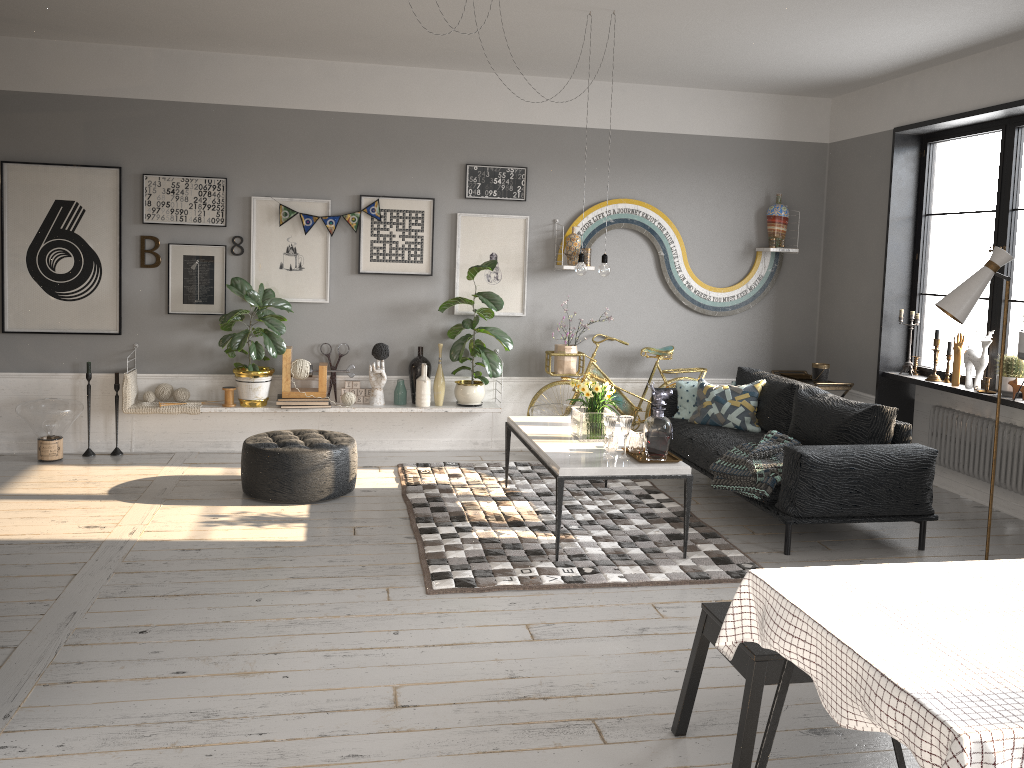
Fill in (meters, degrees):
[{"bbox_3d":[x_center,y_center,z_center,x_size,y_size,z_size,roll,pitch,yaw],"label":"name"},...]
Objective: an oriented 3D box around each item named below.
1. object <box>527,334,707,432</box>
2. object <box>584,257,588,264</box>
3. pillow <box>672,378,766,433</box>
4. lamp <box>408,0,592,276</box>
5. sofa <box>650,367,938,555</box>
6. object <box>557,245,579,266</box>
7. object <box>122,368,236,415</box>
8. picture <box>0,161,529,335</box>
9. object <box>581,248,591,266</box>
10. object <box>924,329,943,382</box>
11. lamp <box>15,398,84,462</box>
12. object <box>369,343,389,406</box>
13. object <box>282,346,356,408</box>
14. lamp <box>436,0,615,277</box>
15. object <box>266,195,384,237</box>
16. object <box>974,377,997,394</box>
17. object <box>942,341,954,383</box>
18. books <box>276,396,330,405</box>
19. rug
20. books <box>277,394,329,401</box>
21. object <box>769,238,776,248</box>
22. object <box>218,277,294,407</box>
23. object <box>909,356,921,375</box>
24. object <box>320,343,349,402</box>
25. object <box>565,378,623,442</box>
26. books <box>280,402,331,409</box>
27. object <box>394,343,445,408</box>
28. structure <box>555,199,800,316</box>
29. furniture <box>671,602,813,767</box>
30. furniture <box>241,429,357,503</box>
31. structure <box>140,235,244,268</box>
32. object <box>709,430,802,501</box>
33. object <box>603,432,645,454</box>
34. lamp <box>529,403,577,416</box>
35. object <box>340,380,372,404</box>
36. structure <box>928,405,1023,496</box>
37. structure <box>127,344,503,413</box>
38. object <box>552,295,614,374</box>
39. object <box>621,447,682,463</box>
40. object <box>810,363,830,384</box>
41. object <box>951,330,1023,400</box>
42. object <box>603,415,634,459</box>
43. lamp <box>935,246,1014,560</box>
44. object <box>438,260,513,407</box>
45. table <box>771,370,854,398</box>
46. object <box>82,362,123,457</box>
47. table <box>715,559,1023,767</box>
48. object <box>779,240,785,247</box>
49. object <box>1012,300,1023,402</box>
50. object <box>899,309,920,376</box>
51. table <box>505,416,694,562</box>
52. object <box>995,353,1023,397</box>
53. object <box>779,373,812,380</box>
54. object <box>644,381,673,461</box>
[{"bbox_3d":[0.934,0.088,7.166,1.626,0.964,0.429,-1,6,-20],"label":"object"},{"bbox_3d":[0.593,-0.987,7.093,0.062,0.081,0.063,-2,7,-35],"label":"object"},{"bbox_3d":[1.540,0.119,6.513,0.443,0.360,0.803,-2,8,-29],"label":"pillow"},{"bbox_3d":[-0.058,-1.356,4.751,1.398,1.527,0.074,-4,7,-42],"label":"lamp"},{"bbox_3d":[1.703,0.389,5.928,0.970,0.792,2.358,1,8,-12],"label":"sofa"},{"bbox_3d":[0.444,-1.013,6.966,0.197,0.165,0.060,5,6,22],"label":"object"},{"bbox_3d":[-2.437,0.059,6.537,0.784,0.305,0.331,1,7,-10],"label":"object"},{"bbox_3d":[-3.073,-0.804,4.443,7.290,1.784,4.069,0,8,-11],"label":"picture"},{"bbox_3d":[0.585,-1.004,7.009,0.086,0.139,0.086,0,6,-18],"label":"object"},{"bbox_3d":[2.996,-0.207,6.254,0.123,0.373,0.124,1,5,-7],"label":"object"},{"bbox_3d":[-3.295,0.327,6.312,0.433,0.435,0.435,3,6,11],"label":"lamp"},{"bbox_3d":[-1.025,-0.077,6.813,0.155,0.480,0.137,1,5,-11],"label":"object"},{"bbox_3d":[-1.457,-0.054,6.714,0.545,0.437,0.240,1,5,-11],"label":"object"},{"bbox_3d":[0.076,-1.346,4.715,1.398,1.527,0.074,-4,7,-42],"label":"lamp"},{"bbox_3d":[-1.420,-1.294,6.771,0.914,0.338,0.058,0,5,-12],"label":"object"},{"bbox_3d":[3.088,0.008,5.751,0.123,0.098,0.123,3,7,11],"label":"object"},{"bbox_3d":[3.058,-0.159,6.197,0.076,0.299,0.076,4,5,19],"label":"object"},{"bbox_3d":[-1.579,0.125,6.701,0.384,0.029,0.262,1,8,-10],"label":"books"},{"bbox_3d":[0.239,0.779,5.485,1.769,0.034,2.545,0,8,-11],"label":"rug"},{"bbox_3d":[-1.583,0.101,6.708,0.379,0.017,0.230,0,8,-14],"label":"books"},{"bbox_3d":[2.150,-1.162,7.301,0.060,0.078,0.060,0,6,-22],"label":"object"},{"bbox_3d":[-1.903,-0.311,6.543,0.510,0.958,0.549,-1,6,-26],"label":"object"},{"bbox_3d":[3.009,-0.144,6.596,0.084,0.150,0.085,1,5,-7],"label":"object"},{"bbox_3d":[-1.380,-0.088,6.876,0.221,0.461,0.019,1,5,-11],"label":"object"},{"bbox_3d":[0.485,0.148,5.242,0.325,0.349,0.354,1,6,-9],"label":"object"},{"bbox_3d":[-1.569,0.149,6.709,0.368,0.021,0.298,0,9,-17],"label":"books"},{"bbox_3d":[-0.713,-0.077,6.858,0.333,0.485,0.286,7,7,39],"label":"object"},{"bbox_3d":[1.355,-1.030,7.222,2.021,0.950,0.268,1,5,-11],"label":"structure"},{"bbox_3d":[1.404,0.979,2.886,1.669,0.453,0.469,0,7,-11],"label":"furniture"},{"bbox_3d":[-1.378,0.518,5.752,0.735,0.354,0.740,-1,8,-24],"label":"furniture"},{"bbox_3d":[-2.393,-0.992,6.635,0.739,0.261,0.024,0,5,-11],"label":"structure"},{"bbox_3d":[1.531,0.501,5.282,0.490,0.327,0.671,0,8,-16],"label":"object"},{"bbox_3d":[0.675,0.339,4.917,0.279,0.087,0.248,-3,9,-33],"label":"object"},{"bbox_3d":[0.343,0.375,6.864,0.433,0.435,0.435,4,7,19],"label":"lamp"},{"bbox_3d":[-1.202,0.060,6.886,0.265,0.172,0.079,1,5,-5],"label":"object"},{"bbox_3d":[3.203,0.451,5.899,0.149,0.425,1.232,1,8,-13],"label":"structure"},{"bbox_3d":[-1.446,-0.030,6.749,2.775,0.484,0.310,0,6,-11],"label":"structure"},{"bbox_3d":[0.560,-0.385,7.030,0.488,0.637,0.255,3,5,7],"label":"object"},{"bbox_3d":[0.756,0.387,4.816,0.246,0.015,0.320,0,8,-11],"label":"object"},{"bbox_3d":[2.443,-0.080,7.020,0.142,0.159,0.139,5,7,27],"label":"object"},{"bbox_3d":[3.100,-0.143,5.752,0.134,0.407,0.667,1,7,-10],"label":"object"},{"bbox_3d":[0.567,0.285,4.758,0.167,0.226,0.083,2,5,0],"label":"object"},{"bbox_3d":[2.668,0.184,4.361,1.246,1.693,0.684,1,5,-13],"label":"lamp"},{"bbox_3d":[-0.281,-0.397,6.881,0.568,1.144,0.417,5,6,28],"label":"object"},{"bbox_3d":[2.429,0.273,7.254,0.339,0.675,0.747,1,7,-11],"label":"table"},{"bbox_3d":[-3.006,0.177,6.502,0.279,0.697,0.092,0,5,-19],"label":"object"},{"bbox_3d":[1.588,0.932,2.108,2.024,0.780,0.938,0,7,-11],"label":"table"},{"bbox_3d":[2.223,-1.157,7.281,0.050,0.058,0.050,0,6,-21],"label":"object"},{"bbox_3d":[3.134,-0.212,5.288,0.229,0.666,0.237,-2,6,-40],"label":"object"},{"bbox_3d":[2.936,-0.311,6.567,0.145,0.487,0.163,4,5,25],"label":"object"},{"bbox_3d":[0.444,0.575,5.276,0.732,0.507,1.467,1,8,-11],"label":"table"},{"bbox_3d":[3.174,-0.063,5.612,0.213,0.281,0.235,-2,7,-37],"label":"object"},{"bbox_3d":[2.412,-0.062,7.379,0.246,0.015,0.320,0,8,-11],"label":"object"},{"bbox_3d":[0.786,0.198,4.740,0.156,0.415,0.149,3,5,8],"label":"object"}]
